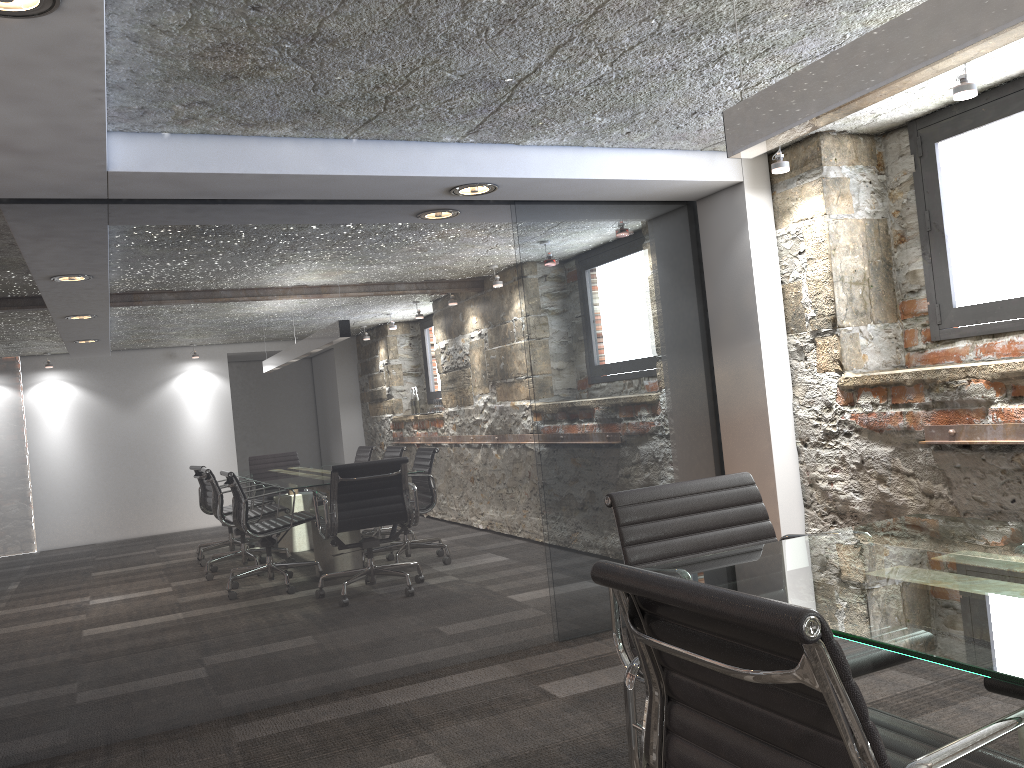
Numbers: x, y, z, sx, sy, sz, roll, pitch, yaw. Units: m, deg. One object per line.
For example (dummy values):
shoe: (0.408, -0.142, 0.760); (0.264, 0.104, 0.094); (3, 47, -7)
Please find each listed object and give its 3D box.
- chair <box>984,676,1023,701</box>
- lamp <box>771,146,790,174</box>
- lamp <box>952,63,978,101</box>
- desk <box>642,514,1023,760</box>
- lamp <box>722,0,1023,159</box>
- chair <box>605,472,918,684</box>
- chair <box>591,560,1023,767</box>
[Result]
chair: (1.324, 0.586, 1.681); (0.667, 0.837, 0.693); (-5, -2, -37)
lamp: (1.166, -1.008, 3.865); (0.077, 0.165, 0.098); (-6, -1, 8)
lamp: (1.544, -1.064, 3.027); (0.077, 0.165, 0.098); (-6, -1, 8)
desk: (1.319, 0.629, 0.663); (0.909, 0.711, 3.154); (-5, -1, -24)
lamp: (1.168, -0.898, 0.699); (0.073, 0.524, 3.159); (-5, -1, -24)
chair: (0.620, 0.668, 2.180); (0.693, 0.837, 0.667); (-5, -1, -34)
chair: (0.525, 0.659, 1.304); (0.667, 0.837, 0.693); (-5, -1, -33)
